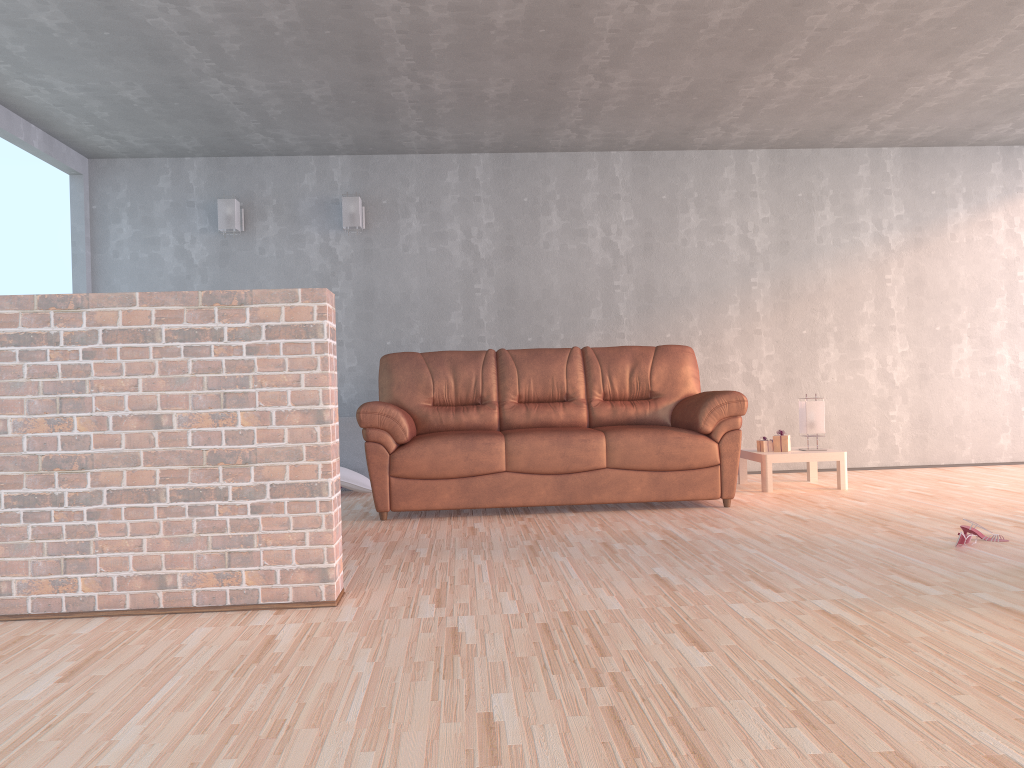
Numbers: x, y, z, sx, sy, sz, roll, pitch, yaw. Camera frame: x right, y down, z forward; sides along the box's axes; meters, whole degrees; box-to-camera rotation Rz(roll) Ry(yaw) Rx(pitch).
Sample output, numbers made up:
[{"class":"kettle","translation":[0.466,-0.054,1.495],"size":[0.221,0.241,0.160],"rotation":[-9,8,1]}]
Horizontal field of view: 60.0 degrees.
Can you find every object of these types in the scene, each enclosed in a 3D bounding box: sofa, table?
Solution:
[{"class":"sofa","translation":[0.212,0.220,5.367],"size":[2.202,0.923,0.981],"rotation":[-2,0,-3]},{"class":"table","translation":[1.847,0.561,5.886],"size":[0.548,0.241,0.548],"rotation":[-2,0,-3]}]

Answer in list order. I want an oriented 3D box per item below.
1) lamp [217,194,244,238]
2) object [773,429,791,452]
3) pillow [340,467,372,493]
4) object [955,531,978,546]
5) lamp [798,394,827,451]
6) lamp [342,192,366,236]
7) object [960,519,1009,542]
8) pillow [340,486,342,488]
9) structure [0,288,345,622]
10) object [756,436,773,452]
[{"class":"lamp","translation":[-2.047,-1.215,6.432],"size":[0.165,0.319,0.168],"rotation":[-2,0,-3]},{"class":"object","translation":[1.767,0.370,5.811],"size":[0.099,0.147,0.102],"rotation":[-2,0,25]},{"class":"pillow","translation":[-1.163,0.660,6.191],"size":[0.357,0.205,0.388],"rotation":[-2,0,-17]},{"class":"object","translation":[1.877,0.637,3.665],"size":[0.078,0.066,0.192],"rotation":[-2,0,33]},{"class":"lamp","translation":[1.981,0.253,5.856],"size":[0.140,0.376,0.140],"rotation":[-2,0,-3]},{"class":"lamp","translation":[-1.165,-1.241,6.488],"size":[0.165,0.319,0.177],"rotation":[-2,0,-3]},{"class":"object","translation":[2.015,0.624,3.784],"size":[0.188,0.085,0.069],"rotation":[-2,0,36]},{"class":"pillow","translation":[-1.414,0.707,6.151],"size":[0.392,0.130,0.365],"rotation":[-2,0,17]},{"class":"structure","translation":[-1.310,0.230,2.998],"size":[1.422,1.057,0.211],"rotation":[-2,0,-3]},{"class":"object","translation":[1.696,0.396,5.879],"size":[0.152,0.105,0.080],"rotation":[-2,0,-35]}]
